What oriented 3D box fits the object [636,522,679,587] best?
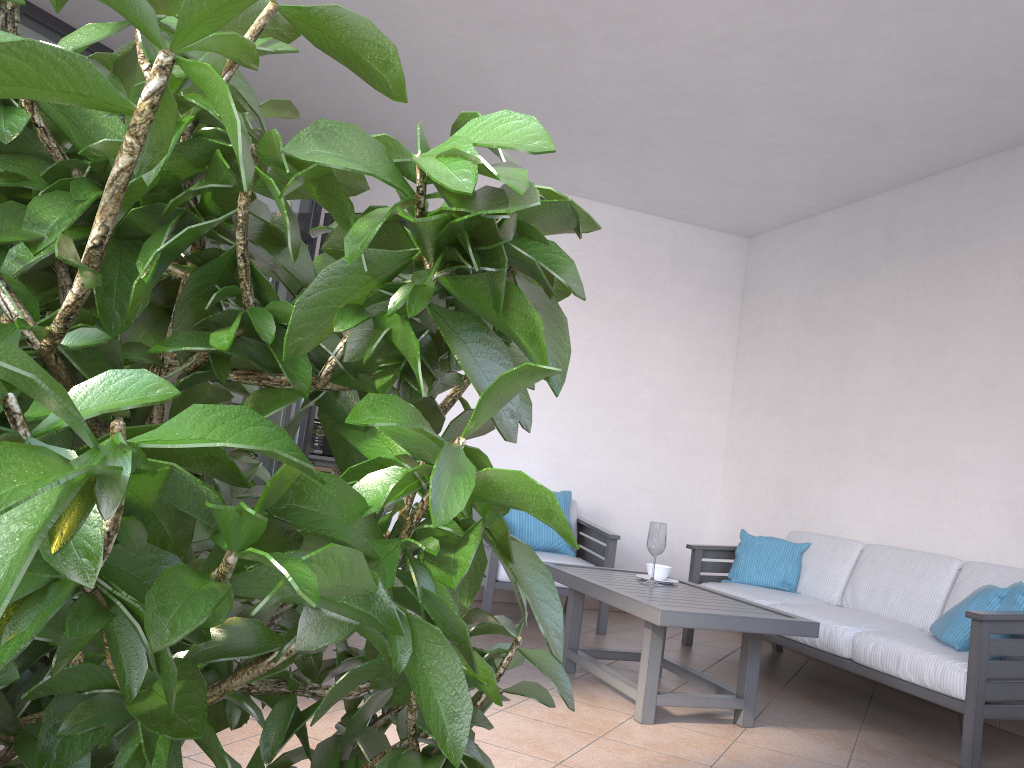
[{"bbox_3d":[0.679,0.794,4.200,0.203,0.284,0.337,4,-6,31],"label":"object"}]

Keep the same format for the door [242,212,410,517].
[{"bbox_3d":[-1.269,-0.041,6.000,0.905,2.500,0.924,5,-6,26],"label":"door"}]

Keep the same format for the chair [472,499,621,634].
[{"bbox_3d":[0.147,1.090,5.628,0.797,0.765,0.807,9,-6,-14],"label":"chair"}]

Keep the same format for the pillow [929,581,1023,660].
[{"bbox_3d":[2.017,0.993,3.803,0.377,0.370,0.543,5,-6,21],"label":"pillow"}]

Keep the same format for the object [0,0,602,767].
[{"bbox_3d":[-0.353,0.364,0.354,0.681,1.264,0.691,4,-6,29],"label":"object"}]

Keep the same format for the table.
[{"bbox_3d":[0.632,1.139,3.919,0.710,0.473,1.260,9,-6,-19],"label":"table"}]

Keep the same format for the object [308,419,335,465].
[{"bbox_3d":[-2.352,0.665,10.300,0.716,0.535,0.190,9,-6,-14],"label":"object"}]

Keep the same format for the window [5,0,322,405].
[{"bbox_3d":[-2.670,-0.742,4.307,0.170,2.402,5.002,5,-6,26],"label":"window"}]

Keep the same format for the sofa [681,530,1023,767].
[{"bbox_3d":[1.775,1.199,4.513,0.807,0.765,2.161,9,-6,-19],"label":"sofa"}]
